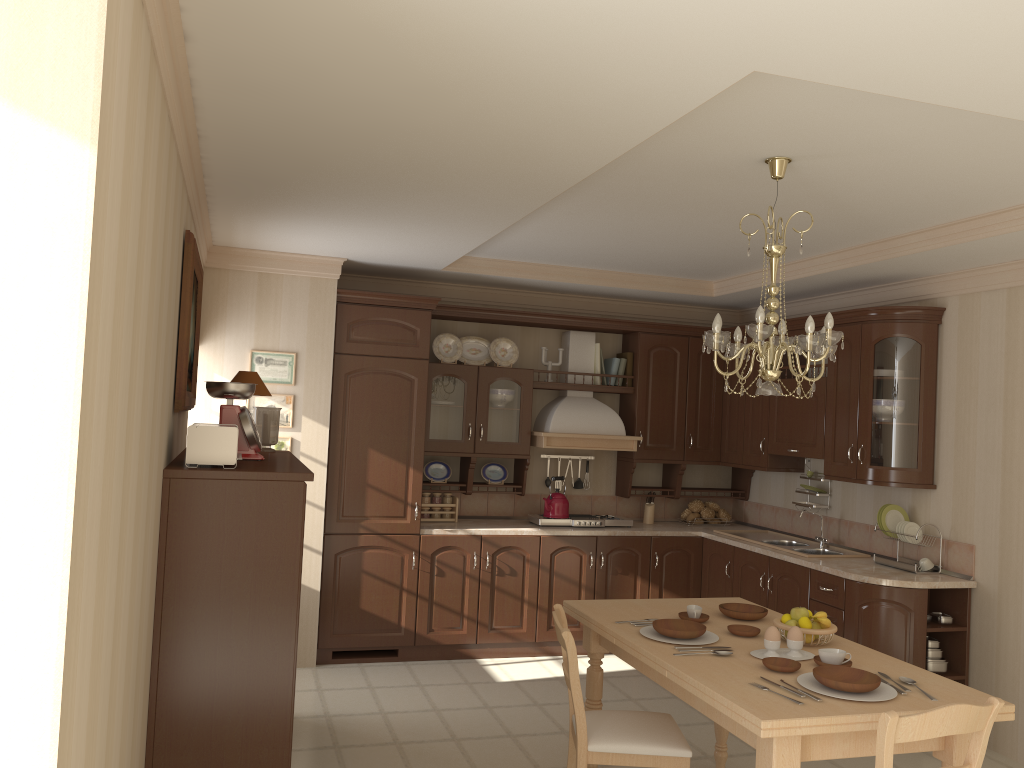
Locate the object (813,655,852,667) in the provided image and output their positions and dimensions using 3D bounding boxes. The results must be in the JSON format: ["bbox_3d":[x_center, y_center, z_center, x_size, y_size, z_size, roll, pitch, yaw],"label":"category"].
[{"bbox_3d":[1.105,0.964,3.056,0.126,0.026,0.127,4,-2,-26],"label":"object"}]

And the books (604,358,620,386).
[{"bbox_3d":[0.722,-0.087,6.560,0.086,0.209,0.205,3,-2,-17],"label":"books"}]

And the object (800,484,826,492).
[{"bbox_3d":[2.007,0.696,5.905,0.167,0.051,0.174,3,-2,-17],"label":"object"}]

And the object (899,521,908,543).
[{"bbox_3d":[2.234,0.836,5.006,0.123,0.119,0.034,3,-2,-15],"label":"object"}]

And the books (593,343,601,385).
[{"bbox_3d":[0.604,-0.143,6.524,0.042,0.305,0.194,3,-2,-17],"label":"books"}]

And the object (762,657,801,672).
[{"bbox_3d":[0.910,0.952,2.994,0.126,0.026,0.127,4,-2,-26],"label":"object"}]

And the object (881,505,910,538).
[{"bbox_3d":[2.208,0.790,5.106,0.193,0.188,0.047,3,-2,-16],"label":"object"}]

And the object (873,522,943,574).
[{"bbox_3d":[2.230,0.903,5.006,0.172,0.275,0.359,3,-2,-16],"label":"object"}]

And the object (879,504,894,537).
[{"bbox_3d":[2.202,0.791,5.123,0.193,0.188,0.047,3,-2,-16],"label":"object"}]

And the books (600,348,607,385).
[{"bbox_3d":[0.638,-0.123,6.541,0.068,0.271,0.194,3,-2,-17],"label":"books"}]

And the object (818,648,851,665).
[{"bbox_3d":[1.113,0.948,3.057,0.119,0.055,0.063,3,-2,-3],"label":"object"}]

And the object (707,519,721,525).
[{"bbox_3d":[1.520,1.036,6.691,0.103,0.060,0.105,4,-2,-22],"label":"object"}]

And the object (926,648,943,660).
[{"bbox_3d":[2.236,1.436,4.768,0.106,0.057,0.152,3,-2,-6],"label":"object"}]

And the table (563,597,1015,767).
[{"bbox_3d":[0.872,1.363,3.334,0.900,0.774,1.567,3,-2,-17],"label":"table"}]

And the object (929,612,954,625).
[{"bbox_3d":[2.308,1.261,4.766,0.084,0.045,0.120,3,-2,-6],"label":"object"}]

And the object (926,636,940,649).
[{"bbox_3d":[2.239,1.389,4.769,0.084,0.045,0.120,3,-2,-6],"label":"object"}]

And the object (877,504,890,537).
[{"bbox_3d":[2.197,0.791,5.141,0.193,0.188,0.047,3,-2,-16],"label":"object"}]

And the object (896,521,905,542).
[{"bbox_3d":[2.228,0.836,5.026,0.123,0.119,0.034,3,-2,-17],"label":"object"}]

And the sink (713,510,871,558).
[{"bbox_3d":[1.797,0.979,5.806,0.448,0.348,1.077,3,-2,-17],"label":"sink"}]

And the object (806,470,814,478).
[{"bbox_3d":[2.020,0.609,6.001,0.044,0.051,0.049,1,-3,41],"label":"object"}]

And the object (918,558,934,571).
[{"bbox_3d":[2.296,1.000,4.910,0.073,0.072,0.085,1,-2,37],"label":"object"}]

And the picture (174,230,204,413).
[{"bbox_3d":[-1.374,-0.227,3.797,0.036,0.687,0.990,3,-2,-17],"label":"picture"}]

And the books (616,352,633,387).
[{"bbox_3d":[0.836,-0.103,6.590,0.052,0.254,0.205,3,-2,-17],"label":"books"}]

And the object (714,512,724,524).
[{"bbox_3d":[1.568,1.016,6.752,0.091,0.100,0.125,4,-2,-22],"label":"object"}]

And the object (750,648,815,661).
[{"bbox_3d":[0.969,0.971,3.177,0.245,0.005,0.157,4,-2,-20],"label":"object"}]

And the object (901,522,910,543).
[{"bbox_3d":[2.240,0.836,4.985,0.123,0.119,0.034,3,-2,-17],"label":"object"}]

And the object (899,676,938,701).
[{"bbox_3d":[1.299,0.974,2.841,0.047,0.011,0.219,3,-2,-1],"label":"object"}]

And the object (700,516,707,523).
[{"bbox_3d":[1.477,1.012,6.734,0.114,0.094,0.098,4,-2,-37],"label":"object"}]

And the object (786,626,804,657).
[{"bbox_3d":[1.020,0.924,3.194,0.058,0.104,0.058,4,-3,-39],"label":"object"}]

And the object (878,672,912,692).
[{"bbox_3d":[1.254,0.977,2.917,0.022,0.004,0.216,3,-2,-2],"label":"object"}]

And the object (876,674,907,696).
[{"bbox_3d":[1.219,0.973,2.878,0.023,0.008,0.221,3,-2,-2],"label":"object"}]

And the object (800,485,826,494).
[{"bbox_3d":[2.005,0.701,5.904,0.167,0.051,0.174,3,-2,-17],"label":"object"}]

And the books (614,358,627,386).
[{"bbox_3d":[0.773,-0.084,6.567,0.080,0.209,0.205,3,-2,-17],"label":"books"}]

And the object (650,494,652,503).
[{"bbox_3d":[1.041,0.903,6.680,0.016,0.158,0.051,1,-2,36],"label":"object"}]

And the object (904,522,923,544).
[{"bbox_3d":[2.246,0.835,4.965,0.123,0.119,0.034,3,-2,-17],"label":"object"}]

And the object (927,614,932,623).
[{"bbox_3d":[2.191,1.255,4.775,0.084,0.045,0.120,4,-2,-31],"label":"object"}]

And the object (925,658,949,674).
[{"bbox_3d":[2.233,1.495,4.766,0.145,0.077,0.208,3,-2,-6],"label":"object"}]

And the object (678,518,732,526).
[{"bbox_3d":[1.454,1.033,6.695,0.364,0.060,0.199,3,-2,-17],"label":"object"}]

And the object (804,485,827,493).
[{"bbox_3d":[2.006,0.699,5.905,0.167,0.051,0.174,3,-2,-17],"label":"object"}]

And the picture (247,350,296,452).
[{"bbox_3d":[-1.461,0.286,5.325,0.268,0.964,0.010,3,-2,-17],"label":"picture"}]
